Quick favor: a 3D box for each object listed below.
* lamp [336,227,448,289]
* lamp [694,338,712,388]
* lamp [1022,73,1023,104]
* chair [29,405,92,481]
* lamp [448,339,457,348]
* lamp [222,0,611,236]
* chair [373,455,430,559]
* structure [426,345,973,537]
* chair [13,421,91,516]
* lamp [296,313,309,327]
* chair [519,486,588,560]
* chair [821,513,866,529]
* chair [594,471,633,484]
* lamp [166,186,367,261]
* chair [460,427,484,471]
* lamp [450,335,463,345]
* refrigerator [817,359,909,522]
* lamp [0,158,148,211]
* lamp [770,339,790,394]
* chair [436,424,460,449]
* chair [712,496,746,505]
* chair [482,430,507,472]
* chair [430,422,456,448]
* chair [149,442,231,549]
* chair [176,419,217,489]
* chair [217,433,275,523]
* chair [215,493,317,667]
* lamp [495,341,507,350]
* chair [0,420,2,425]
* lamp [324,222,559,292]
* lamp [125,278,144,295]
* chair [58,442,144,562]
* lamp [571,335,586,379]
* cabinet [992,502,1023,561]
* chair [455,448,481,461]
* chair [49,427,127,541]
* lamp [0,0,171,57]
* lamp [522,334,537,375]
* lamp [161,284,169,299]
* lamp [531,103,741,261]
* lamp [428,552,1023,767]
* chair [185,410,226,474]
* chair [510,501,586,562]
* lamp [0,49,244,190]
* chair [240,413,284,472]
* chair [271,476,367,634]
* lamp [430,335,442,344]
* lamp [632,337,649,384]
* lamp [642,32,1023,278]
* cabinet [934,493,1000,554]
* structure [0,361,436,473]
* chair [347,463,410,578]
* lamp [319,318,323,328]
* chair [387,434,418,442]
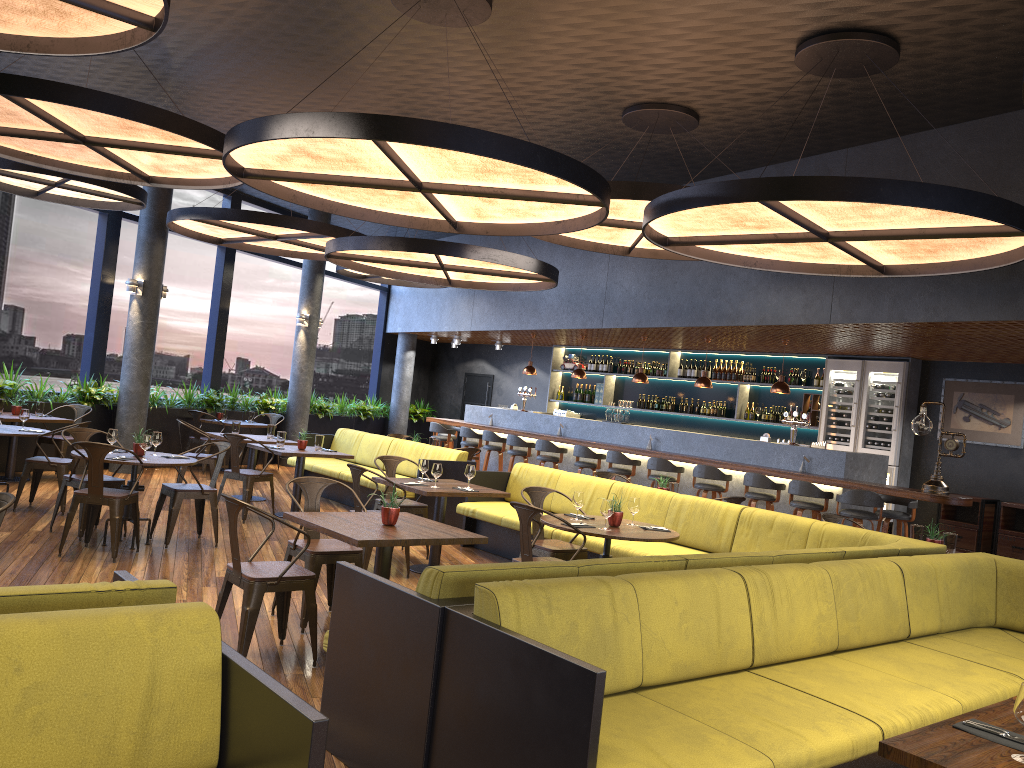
[{"bbox_3d":[-1.997,-2.361,15.386,1.979,1.093,1.979,6,-1,14],"label":"lamp"},{"bbox_3d":[2.645,-0.288,12.104,0.250,0.673,0.250,6,-1,-7],"label":"lamp"},{"bbox_3d":[3.266,-1.752,2.776,2.778,1.475,2.778,7,-1,-39],"label":"lamp"},{"bbox_3d":[-5.625,0.714,11.125,0.504,0.917,0.541,6,-1,14],"label":"chair"},{"bbox_3d":[-1.225,-0.862,18.982,0.228,0.172,0.228,7,-1,-40],"label":"lamp"},{"bbox_3d":[-0.597,-2.112,6.529,2.778,1.475,2.778,6,-1,10],"label":"lamp"},{"bbox_3d":[-1.076,1.167,8.453,0.504,0.917,0.541,7,-1,-39],"label":"chair"},{"bbox_3d":[2.486,0.735,13.143,2.700,2.700,9.298,7,-1,-40],"label":"structure"},{"bbox_3d":[-4.513,0.798,8.771,0.541,0.917,0.504,6,-1,-10],"label":"chair"},{"bbox_3d":[-3.658,-1.118,15.361,0.215,0.215,0.189,6,-1,11],"label":"lamp"},{"bbox_3d":[0.307,1.293,6.925,0.504,0.917,0.541,7,-1,-39],"label":"chair"},{"bbox_3d":[2.814,1.573,7.349,0.504,0.917,0.541,7,-1,-39],"label":"chair"},{"bbox_3d":[1.111,1.421,9.436,0.504,0.917,0.541,7,-1,-39],"label":"chair"},{"bbox_3d":[-3.116,-2.478,11.956,2.778,1.159,2.778,6,-1,-4],"label":"lamp"},{"bbox_3d":[-0.676,1.245,14.716,0.483,1.048,0.438,6,-1,22],"label":"chair"},{"bbox_3d":[-1.078,-0.869,17.536,0.228,0.172,0.228,7,-1,-40],"label":"lamp"},{"bbox_3d":[4.811,0.739,12.150,0.454,2.109,1.159,7,-1,-40],"label":"refrigerator"},{"bbox_3d":[-5.276,-2.799,10.368,1.979,1.093,1.979,6,-1,14],"label":"lamp"},{"bbox_3d":[3.413,-0.219,11.173,0.250,0.673,0.250,6,-1,-7],"label":"lamp"},{"bbox_3d":[-1.224,1.211,16.309,0.483,1.048,0.438,6,-1,-11],"label":"chair"},{"bbox_3d":[1.902,1.492,8.478,0.504,0.917,0.541,7,-1,-39],"label":"chair"},{"bbox_3d":[-0.287,1.281,14.264,0.483,1.048,0.438,6,-1,22],"label":"chair"},{"bbox_3d":[-1.232,1.194,15.322,0.483,1.048,0.438,6,-1,22],"label":"chair"},{"bbox_3d":[-2.851,0.965,7.934,0.541,0.917,0.504,7,-1,-39],"label":"chair"},{"bbox_3d":[-3.825,0.904,10.731,0.541,0.917,0.504,7,-1,-21],"label":"chair"},{"bbox_3d":[-2.853,0.990,9.516,0.504,0.917,0.541,6,-1,28],"label":"chair"},{"bbox_3d":[-1.380,1.078,4.934,0.541,0.917,0.504,7,-1,-39],"label":"chair"},{"bbox_3d":[-0.265,-0.776,17.818,0.228,0.172,0.228,7,-1,-40],"label":"lamp"},{"bbox_3d":[-5.541,0.690,9.068,0.541,0.917,0.504,5,-1,41],"label":"chair"},{"bbox_3d":[-0.755,-2.064,10.632,2.778,1.475,2.778,6,-1,15],"label":"lamp"},{"bbox_3d":[-5.202,-1.338,12.140,0.215,0.215,0.189,6,-1,18],"label":"lamp"},{"bbox_3d":[-3.251,0.908,7.068,0.504,0.917,0.541,6,-1,0],"label":"chair"},{"bbox_3d":[1.086,-0.428,13.992,0.250,0.673,0.250,6,-1,-7],"label":"lamp"},{"bbox_3d":[6.042,1.931,10.444,0.473,1.007,0.553,7,-1,-40],"label":"cabinet"},{"bbox_3d":[-0.727,1.254,11.522,0.504,0.917,0.541,7,-1,-39],"label":"chair"},{"bbox_3d":[-3.721,0.869,7.848,0.541,0.917,0.504,6,-1,32],"label":"chair"},{"bbox_3d":[-2.947,-2.588,3.960,2.778,1.159,2.778,5,-1,40],"label":"lamp"},{"bbox_3d":[0.328,-0.496,14.910,0.250,0.673,0.250,6,-1,38],"label":"lamp"},{"bbox_3d":[-5.002,-1.308,12.666,0.215,0.215,0.189,6,-1,26],"label":"lamp"},{"bbox_3d":[1.392,-2.040,8.668,2.778,1.159,2.778,6,-1,11],"label":"lamp"},{"bbox_3d":[4.230,0.789,5.053,9.057,2.714,3.017,7,-1,-40],"label":"lamp"},{"bbox_3d":[-4.596,0.861,13.274,0.504,0.917,0.541,6,-1,25],"label":"chair"},{"bbox_3d":[0.220,1.270,6.047,0.541,0.917,0.504,7,-1,-39],"label":"chair"},{"bbox_3d":[-3.621,-2.602,7.630,2.778,1.159,2.778,6,-1,28],"label":"lamp"},{"bbox_3d":[-4.050,0.939,14.483,0.504,0.917,0.541,6,-1,16],"label":"chair"},{"bbox_3d":[-1.259,1.106,5.876,0.504,0.917,0.541,7,-1,-39],"label":"chair"},{"bbox_3d":[-1.595,-0.915,18.189,0.228,0.172,0.228,7,-1,-40],"label":"lamp"},{"bbox_3d":[1.911,-0.354,12.992,0.250,0.673,0.250,6,-1,-7],"label":"lamp"},{"bbox_3d":[2.457,-1.777,6.707,2.778,1.475,2.778,7,-1,-36],"label":"lamp"},{"bbox_3d":[5.601,1.892,10.979,0.473,1.007,0.553,7,-1,-40],"label":"cabinet"},{"bbox_3d":[-5.202,0.550,13.453,0.808,1.413,17.112,6,-1,25],"label":"structure"},{"bbox_3d":[-1.158,1.142,7.476,0.541,0.917,0.504,7,-1,-39],"label":"chair"},{"bbox_3d":[-3.478,-1.090,15.894,0.215,0.215,0.189,6,-1,29],"label":"lamp"},{"bbox_3d":[-1.530,1.182,12.495,0.504,0.917,0.541,7,-1,-39],"label":"chair"}]
